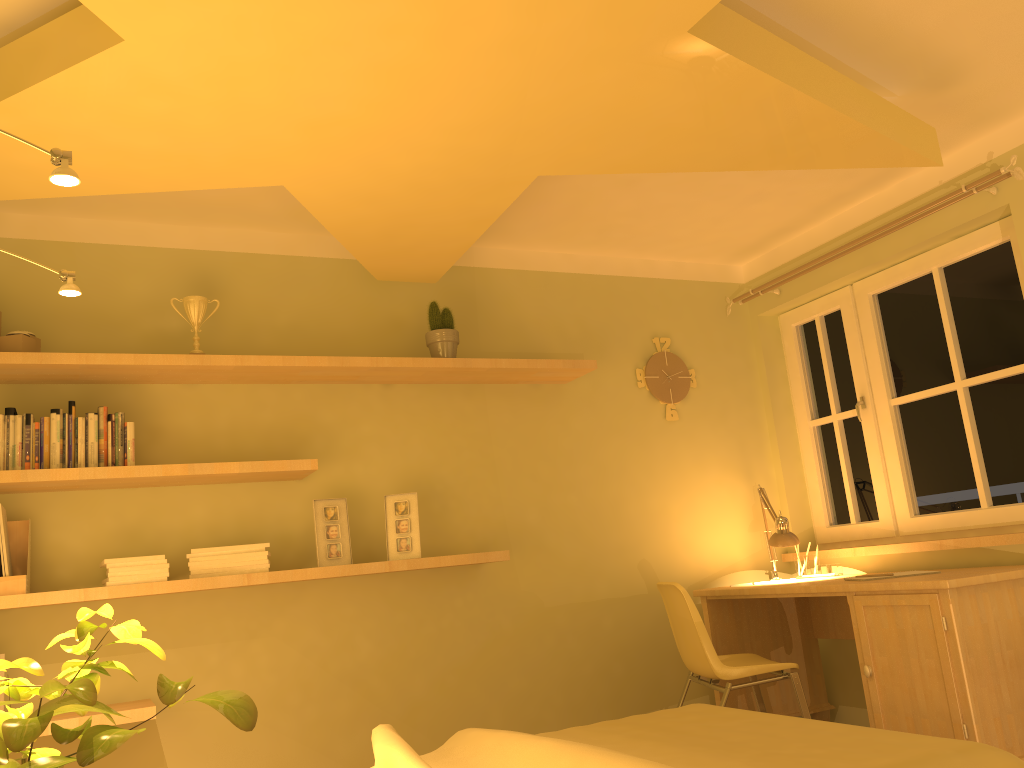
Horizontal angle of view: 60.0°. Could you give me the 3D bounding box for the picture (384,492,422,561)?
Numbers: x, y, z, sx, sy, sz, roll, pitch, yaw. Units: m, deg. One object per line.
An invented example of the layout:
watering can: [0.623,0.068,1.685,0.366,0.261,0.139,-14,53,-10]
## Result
picture: [-0.433,0.580,3.586,0.134,0.264,0.171,-6,-12,0]

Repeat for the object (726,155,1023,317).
object: [1.576,-0.600,4.023,0.190,0.113,1.708,0,-13,-26]

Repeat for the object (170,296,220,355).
object: [-1.217,-0.201,3.415,0.095,0.268,0.160,-14,-14,33]

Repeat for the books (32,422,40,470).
books: [-1.647,0.232,3.076,0.021,0.172,0.157,0,-13,-26]

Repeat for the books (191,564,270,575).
books: [-1.033,0.684,3.257,0.270,0.015,0.190,-2,-13,-18]

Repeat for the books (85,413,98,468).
books: [-1.495,0.217,3.153,0.040,0.203,0.157,0,-13,-26]

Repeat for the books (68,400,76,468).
books: [-1.553,0.195,3.131,0.021,0.247,0.157,0,-13,-26]

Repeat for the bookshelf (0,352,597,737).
bookshelf: [-0.797,0.530,3.412,2.605,1.240,0.300,0,-13,-26]

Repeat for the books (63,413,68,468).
books: [-1.569,0.217,3.119,0.017,0.203,0.155,0,-13,-26]

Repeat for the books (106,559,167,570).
books: [-1.327,0.642,3.136,0.190,0.015,0.270,0,-13,-24]

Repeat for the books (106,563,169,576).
books: [-1.322,0.655,3.126,0.190,0.015,0.270,0,-13,-26]

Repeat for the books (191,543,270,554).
books: [-1.041,0.611,3.272,0.270,0.015,0.190,-1,-13,-20]

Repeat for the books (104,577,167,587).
books: [-1.325,0.699,3.116,0.190,0.015,0.270,0,-13,-26]

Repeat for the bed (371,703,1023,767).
bed: [-0.152,0.869,1.884,2.378,0.894,1.286,0,-13,-26]

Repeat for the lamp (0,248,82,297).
lamp: [-1.269,-0.301,2.005,0.533,0.178,0.050,0,-13,-26]

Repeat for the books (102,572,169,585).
books: [-1.327,0.684,3.119,0.190,0.015,0.270,1,-14,-29]

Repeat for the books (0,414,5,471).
books: [-1.754,0.217,3.029,0.040,0.203,0.157,0,-13,-26]

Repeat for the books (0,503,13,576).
books: [-1.690,0.559,2.968,0.043,0.296,0.210,0,-13,-26]

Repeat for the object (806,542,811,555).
object: [1.415,0.842,4.272,0.073,0.155,0.008,-12,-13,28]

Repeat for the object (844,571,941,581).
object: [1.492,0.755,3.492,0.300,0.010,0.210,-6,-12,-1]

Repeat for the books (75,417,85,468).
books: [-1.523,0.224,3.129,0.032,0.184,0.173,0,-13,-26]

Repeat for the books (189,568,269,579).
books: [-1.032,0.698,3.254,0.270,0.015,0.190,-3,-12,-15]

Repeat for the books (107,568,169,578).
books: [-1.322,0.671,3.129,0.190,0.015,0.270,0,-13,-25]

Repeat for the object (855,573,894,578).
object: [1.421,0.753,3.481,0.008,0.009,0.166,2,-14,-34]

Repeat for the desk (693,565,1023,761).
desk: [1.473,1.155,3.599,0.684,0.720,1.396,0,-13,-26]

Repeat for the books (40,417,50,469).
books: [-1.626,0.223,3.095,0.032,0.193,0.146,0,-13,-26]

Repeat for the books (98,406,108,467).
books: [-1.468,0.207,3.180,0.032,0.229,0.138,0,-13,-26]

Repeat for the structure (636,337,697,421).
structure: [0.787,-0.029,4.475,0.360,0.432,0.027,0,-13,-26]

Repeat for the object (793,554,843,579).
object: [1.437,0.860,4.192,0.070,0.105,0.240,2,-14,-33]

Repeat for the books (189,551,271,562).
books: [-1.031,0.638,3.261,0.270,0.015,0.190,-3,-12,-13]

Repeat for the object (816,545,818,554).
object: [1.448,0.837,4.223,0.043,0.138,0.010,-15,-15,37]

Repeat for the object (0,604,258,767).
object: [-0.468,0.660,0.870,0.372,0.944,0.828,2,-14,-32]

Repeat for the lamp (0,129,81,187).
lamp: [-1.008,-0.442,1.463,0.533,0.178,0.050,0,-13,-26]

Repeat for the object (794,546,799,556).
object: [1.384,0.842,4.281,0.009,0.162,0.053,-15,-15,38]

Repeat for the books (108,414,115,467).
books: [-1.438,0.220,3.180,0.022,0.198,0.157,0,-13,-26]

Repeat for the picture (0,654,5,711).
picture: [-1.753,0.985,2.816,0.131,0.219,0.247,-16,-16,40]

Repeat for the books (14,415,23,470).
books: [-1.697,0.220,3.055,0.022,0.198,0.157,0,-13,-26]

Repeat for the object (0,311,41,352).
object: [-1.841,-0.187,3.085,0.349,0.229,0.234,0,-13,-25]

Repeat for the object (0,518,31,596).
object: [-1.670,0.579,2.973,0.087,0.259,0.236,0,-13,-26]

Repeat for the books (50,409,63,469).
books: [-1.592,0.209,3.103,0.038,0.217,0.166,0,-13,-26]

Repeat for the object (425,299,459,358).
object: [-0.302,-0.225,3.814,0.145,0.294,0.145,6,-17,-44]

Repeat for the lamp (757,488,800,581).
lamp: [1.227,0.703,4.202,0.140,0.455,0.484,-6,-12,-1]

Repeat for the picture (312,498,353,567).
picture: [-0.723,0.590,3.492,0.134,0.264,0.171,0,-13,-27]

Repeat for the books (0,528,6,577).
books: [-1.696,0.559,2.961,0.036,0.296,0.210,0,-13,-26]

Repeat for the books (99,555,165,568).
books: [-1.338,0.624,3.119,0.190,0.015,0.270,1,-13,-28]

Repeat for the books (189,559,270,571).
books: [-1.029,0.667,3.253,0.270,0.015,0.190,-3,-12,-14]

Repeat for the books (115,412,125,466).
books: [-1.414,0.217,3.192,0.032,0.203,0.157,0,-13,-26]

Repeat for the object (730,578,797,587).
object: [1.158,0.917,4.092,0.300,0.009,0.040,-7,-12,4]

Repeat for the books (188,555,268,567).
books: [-1.037,0.653,3.256,0.270,0.015,0.190,-3,-12,-15]

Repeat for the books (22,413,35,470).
books: [-1.672,0.217,3.068,0.032,0.203,0.157,0,-13,-26]

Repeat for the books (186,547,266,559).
books: [-1.051,0.628,3.277,0.270,0.015,0.190,-3,-12,-15]

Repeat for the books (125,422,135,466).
books: [-1.379,0.234,3.193,0.032,0.163,0.178,0,-13,-26]

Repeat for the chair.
chair: [0.851,1.181,3.583,0.546,0.785,0.531,-5,-12,-6]

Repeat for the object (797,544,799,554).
object: [1.389,0.844,4.297,0.034,0.165,0.009,2,-14,-33]

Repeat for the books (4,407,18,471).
books: [-1.726,0.207,3.055,0.032,0.229,0.138,0,-13,-26]

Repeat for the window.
window: [1.826,0.077,4.057,0.142,1.263,1.486,0,-13,-26]
